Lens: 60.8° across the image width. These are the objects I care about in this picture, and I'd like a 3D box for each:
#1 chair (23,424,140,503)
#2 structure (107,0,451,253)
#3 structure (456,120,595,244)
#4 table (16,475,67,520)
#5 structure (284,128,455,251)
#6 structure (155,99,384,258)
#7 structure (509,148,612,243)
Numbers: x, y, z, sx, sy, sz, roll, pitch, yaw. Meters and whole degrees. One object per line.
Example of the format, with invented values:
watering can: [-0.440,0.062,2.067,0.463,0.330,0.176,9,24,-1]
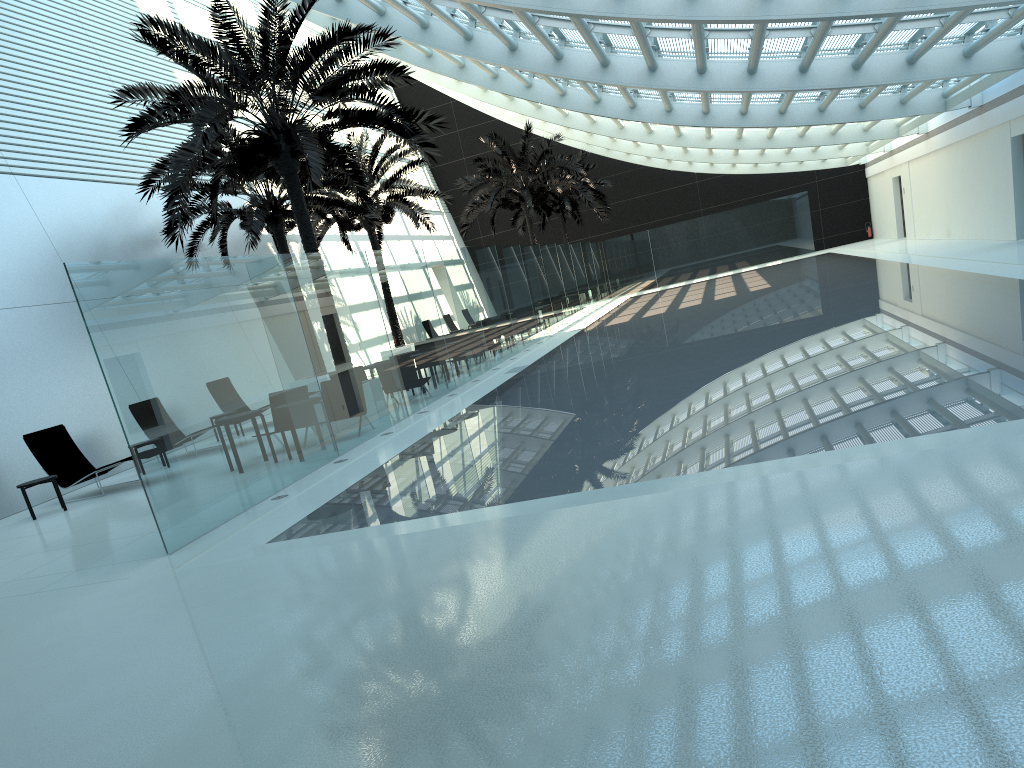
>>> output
chair: [-6.336,1.087,13.683,2.054,1.199,0.881,-11,12,16]
structure: [-3.517,-2.721,14.070,4.852,7.272,4.252,-5,15,33]
structure: [0.697,-5.716,31.807,4.850,7.273,4.252,-11,13,9]
table: [-6.884,1.663,12.801,0.539,0.536,0.549,-20,13,-31]
structure: [-4.118,-3.839,25.876,4.473,7.143,4.276,-24,17,-40]
structure: [-5.238,-2.910,20.268,4.625,7.080,4.135,-14,13,-6]
structure: [2.516,-6.996,39.346,4.441,7.271,4.650,-14,13,-6]
